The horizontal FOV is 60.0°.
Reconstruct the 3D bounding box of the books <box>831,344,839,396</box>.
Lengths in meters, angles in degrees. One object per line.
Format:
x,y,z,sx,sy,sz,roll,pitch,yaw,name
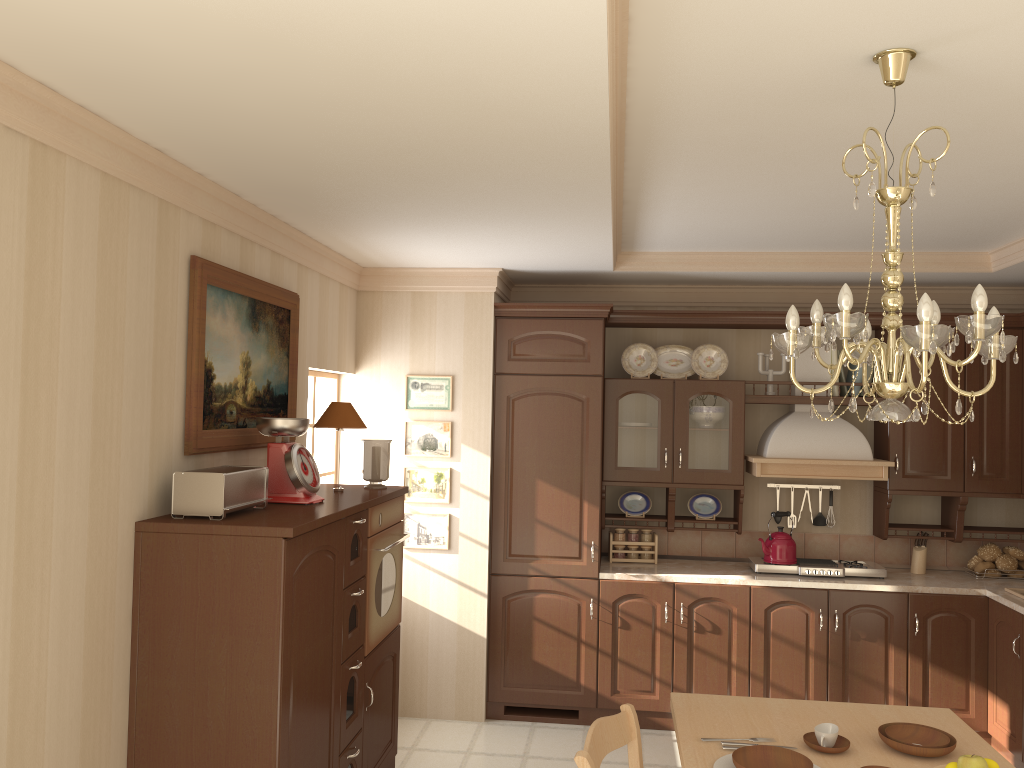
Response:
1.882,-0.078,5.209,0.042,0.305,0.194,1,-2,7,books

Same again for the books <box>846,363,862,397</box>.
2.007,-0.026,5.193,0.086,0.209,0.205,1,-2,7,books

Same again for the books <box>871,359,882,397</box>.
2.122,-0.047,5.174,0.052,0.254,0.205,1,-2,7,books

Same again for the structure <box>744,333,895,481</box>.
1.745,0.108,5.108,0.753,0.845,0.455,1,-2,7,structure

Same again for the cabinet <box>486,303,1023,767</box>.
1.410,0.715,4.154,3.226,2.313,2.436,1,-2,7,cabinet

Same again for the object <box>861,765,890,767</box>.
0.955,1.017,2.275,0.126,0.026,0.127,2,-2,-28,object

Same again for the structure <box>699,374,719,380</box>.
1.158,-0.085,5.218,0.110,0.126,0.080,1,-2,7,structure

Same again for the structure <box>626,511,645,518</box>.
0.736,0.731,5.301,0.110,0.126,0.080,1,-2,7,structure

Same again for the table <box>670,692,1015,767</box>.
0.883,1.413,2.160,0.900,0.774,1.567,1,-2,7,table

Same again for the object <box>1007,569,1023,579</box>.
2.830,1.063,4.968,0.103,0.060,0.105,1,-2,2,object

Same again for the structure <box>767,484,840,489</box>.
1.743,0.612,5.300,0.422,0.020,0.008,1,-2,7,structure

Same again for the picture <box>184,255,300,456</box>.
-1.037,-0.083,3.524,0.036,0.687,0.990,1,-2,7,picture

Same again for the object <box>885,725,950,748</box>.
1.154,1.017,2.525,0.168,0.034,0.168,1,-2,18,object

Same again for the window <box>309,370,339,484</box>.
-1.061,0.481,4.634,0.050,1.100,0.765,1,-2,7,window

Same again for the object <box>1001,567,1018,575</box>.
2.807,1.040,5.025,0.114,0.094,0.098,2,-2,-13,object

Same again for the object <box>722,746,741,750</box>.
0.700,1.027,2.484,0.218,0.008,0.022,1,-2,9,object

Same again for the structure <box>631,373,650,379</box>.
0.761,-0.092,5.265,0.110,0.126,0.080,1,-2,7,structure

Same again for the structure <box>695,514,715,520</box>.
1.144,0.738,5.251,0.110,0.126,0.080,1,-2,7,structure

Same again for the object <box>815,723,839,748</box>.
0.890,1.006,2.512,0.063,0.055,0.119,0,-2,36,object

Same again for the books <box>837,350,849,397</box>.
1.921,-0.059,5.210,0.068,0.271,0.194,1,-2,7,books

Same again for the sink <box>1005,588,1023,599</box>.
2.720,0.993,4.049,0.448,0.348,1.077,1,-2,7,sink

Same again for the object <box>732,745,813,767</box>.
0.679,1.002,2.315,0.204,0.042,0.204,1,-2,7,object

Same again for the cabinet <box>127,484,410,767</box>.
-0.823,1.128,3.435,0.538,1.349,1.513,1,-2,7,cabinet

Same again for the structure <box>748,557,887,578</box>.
1.716,1.029,4.995,0.710,0.054,0.325,1,-2,7,structure

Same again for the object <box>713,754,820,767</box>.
0.678,1.020,2.313,0.299,0.009,0.299,1,-2,5,object

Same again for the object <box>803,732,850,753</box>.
0.893,1.023,2.517,0.126,0.026,0.127,0,-2,34,object

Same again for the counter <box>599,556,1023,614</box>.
1.700,1.058,4.098,2.603,0.034,2.422,1,-2,7,counter

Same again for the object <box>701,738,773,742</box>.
0.655,1.030,2.568,0.218,0.004,0.028,1,-2,-3,object

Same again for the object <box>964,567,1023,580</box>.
2.771,1.062,4.999,0.364,0.060,0.199,1,-2,7,object

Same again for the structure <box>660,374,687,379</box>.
0.965,-0.087,5.296,0.154,0.126,0.080,1,-2,7,structure

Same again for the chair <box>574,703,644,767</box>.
0.460,1.377,2.394,0.517,0.846,0.462,1,-2,23,chair

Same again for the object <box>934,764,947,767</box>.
1.128,0.993,2.131,0.235,0.068,0.235,2,-2,-36,object

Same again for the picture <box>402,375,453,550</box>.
-0.475,0.434,4.947,0.268,0.964,0.010,1,-2,7,picture

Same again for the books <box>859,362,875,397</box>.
2.056,-0.025,5.178,0.080,0.209,0.205,1,-2,7,books

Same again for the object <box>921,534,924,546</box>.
2.383,0.949,5.155,0.051,0.158,0.016,2,-2,-30,object

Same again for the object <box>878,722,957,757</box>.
1.153,1.021,2.527,0.204,0.042,0.204,3,-2,-44,object

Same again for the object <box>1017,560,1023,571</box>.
2.897,1.041,5.005,0.091,0.100,0.125,1,-2,2,object

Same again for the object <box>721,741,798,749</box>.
0.702,1.028,2.522,0.212,0.008,0.018,1,-2,6,object
